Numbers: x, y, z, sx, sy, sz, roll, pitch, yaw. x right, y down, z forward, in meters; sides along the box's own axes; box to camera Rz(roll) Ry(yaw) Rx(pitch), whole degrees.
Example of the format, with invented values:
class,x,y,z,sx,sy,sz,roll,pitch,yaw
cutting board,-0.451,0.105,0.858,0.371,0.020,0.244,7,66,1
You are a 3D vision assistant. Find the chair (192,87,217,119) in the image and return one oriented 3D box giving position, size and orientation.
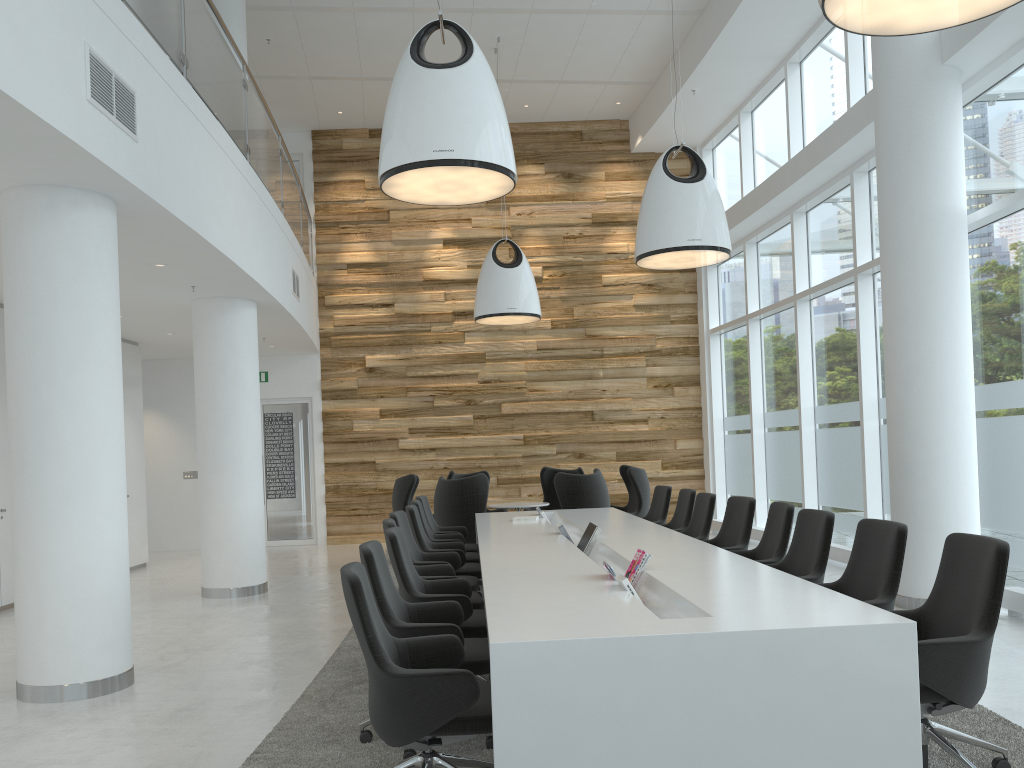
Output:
class,x,y,z,sx,sy,sz,roll,pitch,yaw
chair,-3.205,-2.418,8.325,0.913,1.151,0.919,-2,-2,-12

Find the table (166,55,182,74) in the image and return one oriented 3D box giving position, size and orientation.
class,x,y,z,sx,sy,sz,roll,pitch,yaw
table,-3.148,-2.284,7.444,0.801,0.753,0.799,-4,-3,37

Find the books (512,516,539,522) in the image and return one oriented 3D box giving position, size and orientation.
class,x,y,z,sx,sy,sz,roll,pitch,yaw
books,0.129,1.270,8.363,0.224,0.026,0.264,-3,-4,7

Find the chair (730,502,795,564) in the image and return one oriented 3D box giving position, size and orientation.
class,x,y,z,sx,sy,sz,roll,pitch,yaw
chair,1.608,1.300,6.023,0.674,0.965,0.686,-2,-2,2

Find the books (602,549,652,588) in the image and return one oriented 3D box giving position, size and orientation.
class,x,y,z,sx,sy,sz,roll,pitch,yaw
books,0.604,1.024,4.612,0.231,0.275,0.597,-3,-4,17

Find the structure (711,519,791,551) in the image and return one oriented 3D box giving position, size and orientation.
class,x,y,z,sx,sy,sz,roll,pitch,yaw
structure,3.319,2.110,12.503,0.150,0.213,2.696,-2,-4,-7

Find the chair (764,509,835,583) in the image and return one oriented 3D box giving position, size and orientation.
class,x,y,z,sx,sy,sz,roll,pitch,yaw
chair,1.584,1.243,5.259,0.674,0.965,0.686,-2,-2,-3

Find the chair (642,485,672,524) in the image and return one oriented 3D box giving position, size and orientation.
class,x,y,z,sx,sy,sz,roll,pitch,yaw
chair,1.357,1.553,9.225,0.673,0.965,0.687,-2,-2,-8

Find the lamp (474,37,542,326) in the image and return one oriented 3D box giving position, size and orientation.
class,x,y,z,sx,sy,sz,roll,pitch,yaw
lamp,-0.126,-2.641,11.502,0.885,3.644,0.883,-3,-1,36

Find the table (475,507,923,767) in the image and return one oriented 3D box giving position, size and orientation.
class,x,y,z,sx,sy,sz,roll,pitch,yaw
table,0.525,1.484,6.342,1.500,0.738,6.572,-2,-4,-3

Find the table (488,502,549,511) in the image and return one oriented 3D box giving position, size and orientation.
class,x,y,z,sx,sy,sz,roll,pitch,yaw
table,0.097,1.904,11.471,0.800,0.695,0.800,-3,-3,22

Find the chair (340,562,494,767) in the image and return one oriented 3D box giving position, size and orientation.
class,x,y,z,sx,sy,sz,roll,pitch,yaw
chair,-0.344,1.181,3.453,0.673,0.965,0.687,-2,-2,-8

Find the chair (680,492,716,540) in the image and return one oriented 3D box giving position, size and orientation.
class,x,y,z,sx,sy,sz,roll,pitch,yaw
chair,1.430,1.422,7.537,0.674,0.965,0.686,-2,-2,-3

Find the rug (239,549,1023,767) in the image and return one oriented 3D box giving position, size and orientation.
class,x,y,z,sx,sy,sz,roll,pitch,yaw
rug,0.370,1.886,6.671,3.938,0.010,13.479,-2,-4,-3

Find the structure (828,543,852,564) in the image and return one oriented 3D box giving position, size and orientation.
class,x,y,z,sx,sy,sz,roll,pitch,yaw
structure,3.631,1.859,9.357,0.150,0.213,2.696,-2,-4,-4

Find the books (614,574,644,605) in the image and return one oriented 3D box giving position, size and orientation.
class,x,y,z,sx,sy,sz,roll,pitch,yaw
books,0.566,0.998,4.115,0.143,0.226,0.204,-2,-2,-4

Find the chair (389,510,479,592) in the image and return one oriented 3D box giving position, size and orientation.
class,x,y,z,sx,sy,sz,roll,pitch,yaw
chair,-0.595,1.434,6.656,0.674,0.965,0.686,-2,-2,2

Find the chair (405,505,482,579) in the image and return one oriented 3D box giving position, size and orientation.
class,x,y,z,sx,sy,sz,roll,pitch,yaw
chair,-0.571,1.491,7.419,0.674,0.965,0.686,-2,-2,-3

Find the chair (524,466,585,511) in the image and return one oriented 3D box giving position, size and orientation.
class,x,y,z,sx,sy,sz,roll,pitch,yaw
chair,0.632,1.740,12.525,0.914,1.151,0.918,-3,-2,17

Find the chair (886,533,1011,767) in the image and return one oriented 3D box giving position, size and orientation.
class,x,y,z,sx,sy,sz,roll,pitch,yaw
chair,1.672,1.116,3.629,0.674,0.965,0.686,-2,-2,2

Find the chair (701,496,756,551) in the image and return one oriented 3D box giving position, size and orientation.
class,x,y,z,sx,sy,sz,roll,pitch,yaw
chair,1.550,1.362,6.806,0.673,0.965,0.687,-2,-2,-8

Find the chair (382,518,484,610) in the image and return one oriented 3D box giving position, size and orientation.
class,x,y,z,sx,sy,sz,roll,pitch,yaw
chair,-0.536,1.372,5.872,0.673,0.965,0.687,-2,-2,-8

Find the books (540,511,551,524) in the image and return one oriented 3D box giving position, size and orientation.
class,x,y,z,sx,sy,sz,roll,pitch,yaw
books,0.348,1.346,8.645,0.139,0.223,0.162,-2,-2,-3

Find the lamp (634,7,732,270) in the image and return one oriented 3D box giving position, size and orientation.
class,x,y,z,sx,sy,sz,roll,pitch,yaw
lamp,1.501,-2.957,8.173,0.885,3.644,0.883,-3,-1,40

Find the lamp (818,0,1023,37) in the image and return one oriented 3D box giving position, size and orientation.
class,x,y,z,sx,sy,sz,roll,pitch,yaw
lamp,1.546,-3.325,3.343,0.885,3.644,0.883,-3,-1,43

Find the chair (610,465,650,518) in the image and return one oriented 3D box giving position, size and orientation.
class,x,y,z,sx,sy,sz,roll,pitch,yaw
chair,1.343,1.639,11.572,0.916,1.151,0.916,-2,-2,-13

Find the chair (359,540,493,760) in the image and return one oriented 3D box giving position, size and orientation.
class,x,y,z,sx,sy,sz,roll,pitch,yaw
chair,-0.421,1.250,4.326,0.674,0.965,0.686,-2,-2,-3

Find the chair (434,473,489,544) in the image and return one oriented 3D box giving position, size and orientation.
class,x,y,z,sx,sy,sz,roll,pitch,yaw
chair,-0.455,1.626,10.465,0.914,1.151,0.918,-3,-2,17

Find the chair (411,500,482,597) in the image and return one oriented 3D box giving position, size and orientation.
class,x,y,z,sx,sy,sz,roll,pitch,yaw
chair,-0.622,1.555,8.237,0.674,0.965,0.686,-2,-2,-3

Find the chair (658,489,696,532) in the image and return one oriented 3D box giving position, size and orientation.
class,x,y,z,sx,sy,sz,roll,pitch,yaw
chair,1.434,1.484,8.352,0.674,0.965,0.686,-2,-2,-3

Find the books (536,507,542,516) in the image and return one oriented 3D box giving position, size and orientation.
class,x,y,z,sx,sy,sz,roll,pitch,yaw
books,0.325,1.365,8.983,0.153,0.241,0.183,-2,-2,-3

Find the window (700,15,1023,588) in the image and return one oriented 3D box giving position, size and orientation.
class,x,y,z,sx,sy,sz,roll,pitch,yaw
window,-16.801,-0.268,10.014,63.034,6.134,30.822,-5,-5,37

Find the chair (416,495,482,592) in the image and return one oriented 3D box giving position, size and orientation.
class,x,y,z,sx,sy,sz,roll,pitch,yaw
chair,-0.659,1.618,9.049,0.674,0.965,0.686,-2,-2,2

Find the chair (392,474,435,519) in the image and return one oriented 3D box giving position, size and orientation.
class,x,y,z,sx,sy,sz,roll,pitch,yaw
chair,-1.072,1.723,11.425,0.916,1.151,0.916,-2,-2,-13

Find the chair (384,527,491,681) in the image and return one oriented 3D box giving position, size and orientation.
class,x,y,z,sx,sy,sz,roll,pitch,yaw
chair,-0.417,1.312,5.141,0.674,0.965,0.686,-2,-2,-3

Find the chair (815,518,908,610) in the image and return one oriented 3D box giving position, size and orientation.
class,x,y,z,sx,sy,sz,roll,pitch,yaw
chair,1.635,1.179,4.441,0.674,0.965,0.686,-2,-2,-3

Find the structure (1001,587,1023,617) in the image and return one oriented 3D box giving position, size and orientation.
class,x,y,z,sx,sy,sz,roll,pitch,yaw
structure,3.819,1.554,5.433,0.150,0.213,2.695,-2,-4,-1

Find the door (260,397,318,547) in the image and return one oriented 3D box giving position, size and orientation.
class,x,y,z,sx,sy,sz,roll,pitch,yaw
door,-4.081,1.446,14.411,1.805,2.399,0.132,-2,0,-1

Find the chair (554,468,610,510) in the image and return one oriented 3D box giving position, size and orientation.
class,x,y,z,sx,sy,sz,roll,pitch,yaw
chair,0.727,1.582,10.497,0.913,1.151,0.919,0,-3,-43

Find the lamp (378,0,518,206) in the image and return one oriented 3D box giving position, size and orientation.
class,x,y,z,sx,sy,sz,roll,pitch,yaw
lamp,-0.476,-3.071,5.653,0.885,3.644,0.883,-3,-1,42

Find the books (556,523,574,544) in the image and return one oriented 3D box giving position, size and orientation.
class,x,y,z,sx,sy,sz,roll,pitch,yaw
books,0.431,1.201,6.888,0.153,0.238,0.191,-2,-2,-3

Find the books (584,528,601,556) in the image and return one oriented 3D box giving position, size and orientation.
class,x,y,z,sx,sy,sz,roll,pitch,yaw
books,0.560,1.167,6.557,0.158,0.241,0.353,-2,-3,-3

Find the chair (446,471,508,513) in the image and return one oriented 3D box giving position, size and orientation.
class,x,y,z,sx,sy,sz,roll,pitch,yaw
chair,-0.532,1.780,12.465,0.913,1.151,0.919,0,-3,-43

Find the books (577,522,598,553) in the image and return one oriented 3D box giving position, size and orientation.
class,x,y,z,sx,sy,sz,roll,pitch,yaw
books,0.544,1.148,6.537,0.139,0.229,0.357,-2,-3,-3

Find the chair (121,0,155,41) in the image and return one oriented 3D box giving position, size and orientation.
class,x,y,z,sx,sy,sz,roll,pitch,yaw
chair,-3.143,-2.550,6.617,0.913,1.151,0.919,-2,-2,-15

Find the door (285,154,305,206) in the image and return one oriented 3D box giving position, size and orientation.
class,x,y,z,sx,sy,sz,roll,pitch,yaw
door,-4.235,-2.511,14.438,1.805,2.399,0.132,-2,0,-1
